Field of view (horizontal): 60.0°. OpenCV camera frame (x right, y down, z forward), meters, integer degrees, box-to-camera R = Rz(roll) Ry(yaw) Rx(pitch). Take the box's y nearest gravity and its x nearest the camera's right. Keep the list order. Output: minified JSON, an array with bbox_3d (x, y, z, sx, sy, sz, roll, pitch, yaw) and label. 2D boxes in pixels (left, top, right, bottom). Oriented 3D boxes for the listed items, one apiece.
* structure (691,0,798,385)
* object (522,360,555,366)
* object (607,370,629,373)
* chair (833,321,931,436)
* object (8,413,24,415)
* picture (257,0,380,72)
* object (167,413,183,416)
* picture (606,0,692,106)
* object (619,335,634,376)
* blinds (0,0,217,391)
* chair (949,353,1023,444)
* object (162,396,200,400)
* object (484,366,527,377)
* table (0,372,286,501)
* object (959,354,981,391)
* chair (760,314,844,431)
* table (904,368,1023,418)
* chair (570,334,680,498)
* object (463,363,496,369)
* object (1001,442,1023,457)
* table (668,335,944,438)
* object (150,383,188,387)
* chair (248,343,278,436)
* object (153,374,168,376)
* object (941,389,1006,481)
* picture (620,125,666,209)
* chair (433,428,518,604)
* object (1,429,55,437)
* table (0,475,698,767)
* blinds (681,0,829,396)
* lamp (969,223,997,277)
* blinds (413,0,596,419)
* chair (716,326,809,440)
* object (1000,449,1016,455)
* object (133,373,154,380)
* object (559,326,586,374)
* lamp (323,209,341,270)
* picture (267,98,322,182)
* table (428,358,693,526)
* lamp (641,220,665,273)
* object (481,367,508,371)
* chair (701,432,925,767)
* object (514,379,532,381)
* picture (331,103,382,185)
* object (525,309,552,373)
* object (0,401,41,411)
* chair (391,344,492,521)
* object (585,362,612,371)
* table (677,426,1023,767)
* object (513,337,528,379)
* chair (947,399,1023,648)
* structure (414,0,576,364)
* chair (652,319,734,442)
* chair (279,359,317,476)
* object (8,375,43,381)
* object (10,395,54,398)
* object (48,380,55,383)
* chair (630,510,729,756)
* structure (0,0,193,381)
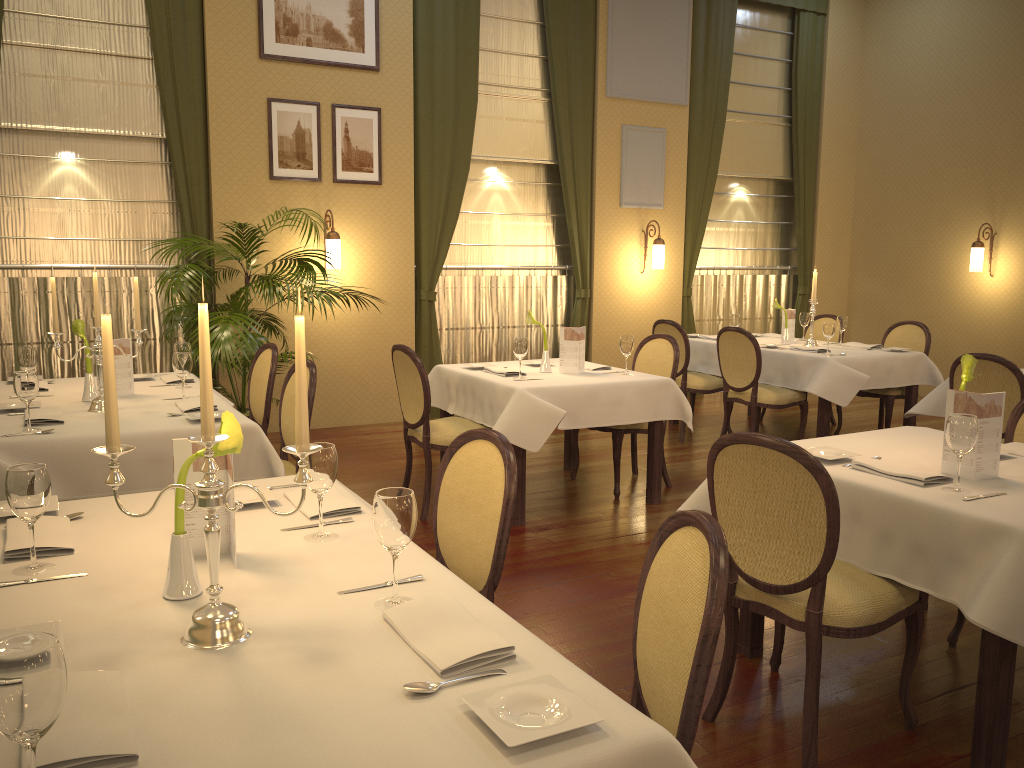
[{"bbox_3d":[2.470,-2.168,9.429,1.898,4.511,0.137,-4,9,-28],"label":"structure"},{"bbox_3d":[0.170,-0.127,5.582,0.160,0.024,0.160,-4,9,-28],"label":"object"},{"bbox_3d":[0.616,-0.072,5.275,0.185,0.010,0.017,-4,9,-28],"label":"object"},{"bbox_3d":[2.956,-0.014,7.010,0.571,0.955,0.530,-4,9,-28],"label":"chair"},{"bbox_3d":[-2.036,0.123,3.765,0.185,0.010,0.017,-4,9,-27],"label":"object"},{"bbox_3d":[-1.498,-3.040,6.920,0.966,1.057,0.027,-4,9,-28],"label":"picture"},{"bbox_3d":[-1.374,0.125,3.775,0.181,0.015,0.038,-4,9,-27],"label":"object"},{"bbox_3d":[1.315,-3.233,8.429,0.966,1.057,0.027,-4,9,-28],"label":"picture"},{"bbox_3d":[0.668,-0.167,5.170,0.088,0.229,0.088,3,9,19],"label":"object"},{"bbox_3d":[-3.121,-1.778,6.300,1.934,4.537,0.225,-4,9,-29],"label":"blinds"},{"bbox_3d":[2.711,0.293,4.875,0.571,0.955,0.530,-4,9,-28],"label":"chair"},{"bbox_3d":[-1.557,0.065,4.192,0.185,0.010,0.017,-4,9,-28],"label":"object"},{"bbox_3d":[-0.042,-0.073,5.181,0.142,0.033,0.273,-4,9,-28],"label":"object"},{"bbox_3d":[-1.891,0.437,4.262,1.385,0.759,2.152,-4,9,-28],"label":"table"},{"bbox_3d":[1.482,0.092,2.922,0.076,0.375,0.163,7,10,38],"label":"object"},{"bbox_3d":[2.555,-0.124,7.742,0.571,0.955,0.530,-4,9,-28],"label":"chair"},{"bbox_3d":[3.517,0.391,4.908,1.385,0.759,2.152,-4,9,-28],"label":"table"},{"bbox_3d":[0.732,0.170,5.602,0.571,0.955,0.530,-4,9,-28],"label":"chair"},{"bbox_3d":[-0.197,-0.104,5.402,0.160,0.024,0.160,-4,9,-28],"label":"object"},{"bbox_3d":[1.869,0.246,3.124,0.142,0.024,0.273,-4,9,-28],"label":"object"},{"bbox_3d":[2.243,0.043,7.234,1.385,0.759,2.152,-4,9,-28],"label":"table"},{"bbox_3d":[-1.780,0.004,4.597,0.185,0.010,0.017,-4,9,-28],"label":"object"},{"bbox_3d":[-1.550,0.267,4.786,0.571,0.955,0.530,-4,9,-28],"label":"chair"},{"bbox_3d":[-1.962,-0.051,4.957,0.181,0.015,0.038,-4,9,-27],"label":"object"},{"bbox_3d":[1.459,0.162,2.794,0.166,0.277,0.081,3,9,18],"label":"object"},{"bbox_3d":[1.274,-2.091,8.578,0.512,0.769,0.027,-4,9,-28],"label":"picture"},{"bbox_3d":[-0.293,0.621,2.424,0.571,0.955,0.530,-4,9,-28],"label":"chair"},{"bbox_3d":[-1.823,0.184,3.338,0.181,0.015,0.038,-4,9,-27],"label":"object"},{"bbox_3d":[-0.605,0.788,1.914,1.385,0.759,2.152,-4,9,-28],"label":"table"},{"bbox_3d":[2.534,-2.165,9.327,1.876,4.537,0.129,-4,9,-28],"label":"blinds"},{"bbox_3d":[4.523,-1.289,8.526,0.323,0.513,0.114,-6,11,-39],"label":"lamp"},{"bbox_3d":[-0.031,-1.989,7.948,1.878,4.537,0.129,-4,9,-28],"label":"blinds"},{"bbox_3d":[1.806,0.045,6.528,0.571,0.955,0.530,-4,9,-28],"label":"chair"},{"bbox_3d":[1.653,0.242,3.126,0.160,0.024,0.160,-4,9,-28],"label":"object"},{"bbox_3d":[-2.027,-0.033,4.795,0.160,0.024,0.160,-4,9,-28],"label":"object"},{"bbox_3d":[0.372,-0.196,5.201,0.166,0.277,0.081,-3,9,-22],"label":"object"},{"bbox_3d":[-1.472,-1.128,7.048,0.114,0.513,0.323,-6,11,-39],"label":"lamp"},{"bbox_3d":[-1.707,-1.914,6.978,0.412,0.619,0.022,-4,9,-28],"label":"picture"},{"bbox_3d":[0.236,0.291,5.401,1.389,0.759,1.395,-4,9,-27],"label":"table"},{"bbox_3d":[1.337,-1.322,8.557,0.114,0.513,0.323,-6,11,-39],"label":"lamp"},{"bbox_3d":[-0.108,-0.089,5.334,0.181,0.015,0.038,-4,9,-27],"label":"object"},{"bbox_3d":[0.894,0.589,2.719,0.571,0.955,0.530,-6,10,-38],"label":"chair"},{"bbox_3d":[0.093,-0.027,4.930,0.185,0.010,0.017,-4,9,-27],"label":"object"},{"bbox_3d":[-1.259,-1.945,7.218,0.412,0.619,0.022,-4,9,-28],"label":"picture"},{"bbox_3d":[0.157,-0.256,5.242,0.163,0.375,0.076,0,8,-7],"label":"object"},{"bbox_3d":[-2.135,0.103,3.852,0.160,0.024,0.160,-4,9,-28],"label":"object"},{"bbox_3d":[-0.384,0.238,5.059,0.571,0.955,0.530,-4,9,-28],"label":"chair"},{"bbox_3d":[0.481,-0.110,5.491,0.142,0.024,0.273,-4,9,-28],"label":"object"},{"bbox_3d":[1.521,0.642,3.054,1.389,0.759,1.395,-4,9,-27],"label":"table"},{"bbox_3d":[0.047,-0.145,4.983,0.088,0.229,0.088,3,9,19],"label":"object"},{"bbox_3d":[2.004,0.517,3.282,0.530,0.955,0.571,8,11,41],"label":"chair"},{"bbox_3d":[-0.094,-1.991,8.050,1.900,4.511,0.134,-4,9,-28],"label":"structure"},{"bbox_3d":[1.438,-0.056,7.200,0.571,0.955,0.530,-4,9,-28],"label":"chair"},{"bbox_3d":[-1.178,0.379,4.038,0.571,0.955,0.530,-4,9,-28],"label":"chair"},{"bbox_3d":[-2.566,-0.020,4.676,0.160,0.024,0.160,-4,9,-28],"label":"object"},{"bbox_3d":[-2.276,0.057,4.204,0.185,0.010,0.017,-4,9,-27],"label":"object"},{"bbox_3d":[-2.476,-0.006,4.609,0.181,0.015,0.038,-4,9,-27],"label":"object"},{"bbox_3d":[0.099,0.726,1.718,0.571,0.955,0.530,0,8,-3],"label":"chair"},{"bbox_3d":[-3.177,-1.780,6.401,1.942,4.511,0.123,-4,9,-28],"label":"structure"}]
